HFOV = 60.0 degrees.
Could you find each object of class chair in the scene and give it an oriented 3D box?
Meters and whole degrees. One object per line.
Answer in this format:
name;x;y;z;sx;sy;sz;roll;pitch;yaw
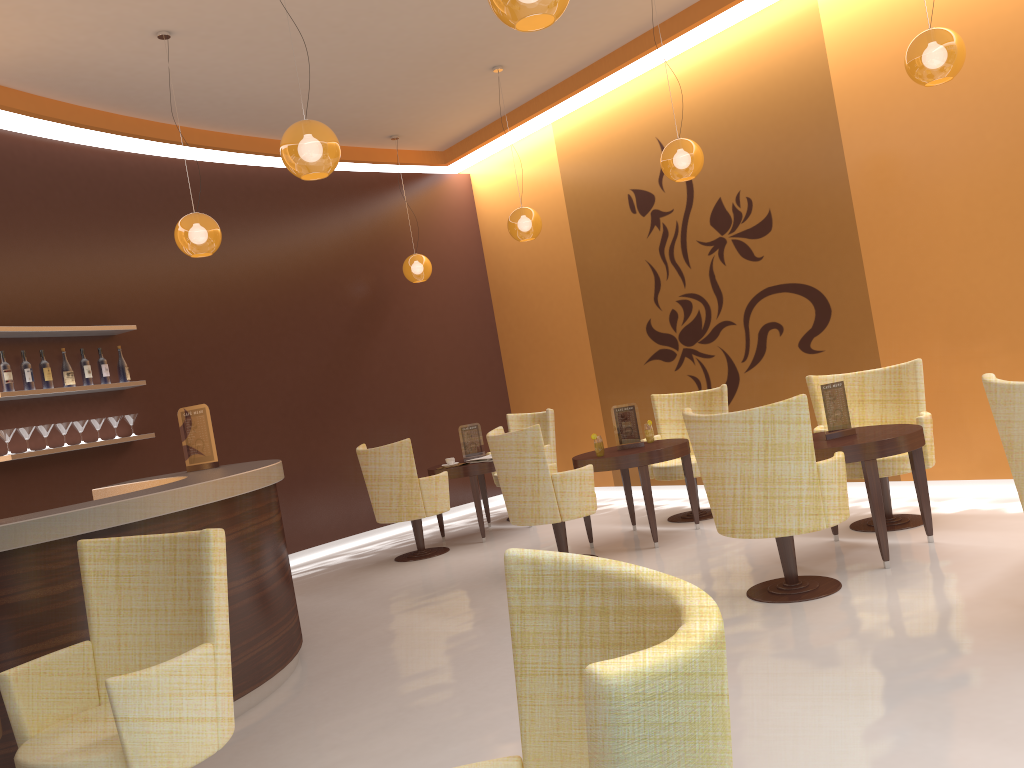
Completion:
chair;-0.888;0.966;7.549;0.685;1.017;0.729;-10;0;-40
chair;0.139;0.791;8.760;0.685;1.017;0.729;-10;0;-38
chair;2.372;0.397;5.781;0.729;1.017;0.685;-10;0;21
chair;1.448;0.561;7.211;0.729;1.017;0.685;-10;0;41
chair;1.341;0.572;4.570;0.685;1.017;0.729;-10;0;-40
chair;0.244;0.766;6.178;0.685;1.017;0.729;-10;0;-20
chair;-1.206;1.009;2.815;0.729;1.017;0.685;-10;0;31
chair;0.002;0.796;1.162;0.685;1.017;0.729;-10;0;-5
chair;2.271;0.409;3.328;0.685;1.017;0.729;-10;0;-34

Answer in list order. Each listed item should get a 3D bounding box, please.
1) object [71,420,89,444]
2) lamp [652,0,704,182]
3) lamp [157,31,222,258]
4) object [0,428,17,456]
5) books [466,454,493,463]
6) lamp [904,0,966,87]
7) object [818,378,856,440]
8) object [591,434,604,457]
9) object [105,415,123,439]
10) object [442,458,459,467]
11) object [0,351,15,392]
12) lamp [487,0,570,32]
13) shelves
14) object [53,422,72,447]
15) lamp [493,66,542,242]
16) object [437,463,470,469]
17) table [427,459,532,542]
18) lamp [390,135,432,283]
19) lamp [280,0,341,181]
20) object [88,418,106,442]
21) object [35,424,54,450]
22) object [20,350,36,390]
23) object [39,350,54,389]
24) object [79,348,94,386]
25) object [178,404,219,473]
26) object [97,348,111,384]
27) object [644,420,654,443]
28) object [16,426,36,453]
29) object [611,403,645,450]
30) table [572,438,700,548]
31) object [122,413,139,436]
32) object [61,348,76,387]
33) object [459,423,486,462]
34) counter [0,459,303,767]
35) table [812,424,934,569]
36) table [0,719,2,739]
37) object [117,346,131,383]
object;-3.210;0.364;6.602;0.137;0.174;0.137;-10;0;28
lamp;1.077;-2.160;6.164;0.299;1.500;0.299;-10;0;-12
lamp;-2.193;-1.595;5.903;0.299;1.500;0.299;-10;0;-19
object;-3.433;0.400;6.034;0.137;0.174;0.137;-10;0;18
books;-0.179;0.654;7.889;0.345;0.035;0.367;-10;0;43
lamp;2.149;-2.349;4.731;0.299;1.500;0.299;-10;0;-37
object;1.867;0.140;5.103;0.209;0.335;0.042;-10;0;-19
object;0.630;0.441;6.445;0.067;0.171;0.072;-10;0;35
object;-3.077;0.342;6.882;0.137;0.174;0.137;-10;0;-12
object;-0.550;0.695;7.879;0.153;0.069;0.153;-10;0;-11
object;-3.480;-0.080;6.094;0.073;0.297;0.073;-10;0;1
lamp;-0.048;-1.973;3.037;0.299;1.500;0.299;-10;0;-26
shelves;-3.580;0.088;4.824;0.586;0.902;4.744;-10;0;10
object;-3.264;0.373;6.466;0.137;0.174;0.137;-10;0;28
lamp;0.004;-1.971;7.597;0.299;1.500;0.299;-10;0;6
object;-0.558;0.726;7.865;0.239;0.021;0.464;-10;0;-24
table;-0.283;1.034;8.089;0.872;0.679;0.874;-10;0;-1
lamp;-1.068;-1.782;9.030;0.299;1.500;0.299;-10;0;-37
lamp;-1.121;-1.784;4.470;0.299;1.500;0.299;-10;0;31
object;-3.146;0.353;6.741;0.137;0.174;0.137;-10;0;28
object;-3.326;0.382;6.325;0.137;0.174;0.137;-10;0;28
object;-3.424;-0.090;6.255;0.073;0.297;0.073;-10;0;1
object;-3.370;-0.099;6.401;0.073;0.297;0.073;-10;0;-40
object;-3.232;-0.122;6.717;0.073;0.297;0.073;-10;0;1
object;-2.007;0.344;5.663;0.258;0.414;0.052;-10;0;22
object;-3.164;-0.133;6.860;0.073;0.297;0.073;-10;0;1
object;1.059;0.368;6.857;0.067;0.171;0.072;-10;0;10
object;-3.379;0.391;6.180;0.137;0.174;0.137;-10;0;18
object;0.276;0.421;7.387;0.187;0.335;2.090;-10;0;-41
table;0.938;0.819;6.631;0.872;0.679;0.874;-10;0;-6
object;-3.011;0.331;7.022;0.137;0.174;0.137;-10;0;28
object;-3.305;-0.115;6.576;0.086;0.303;0.086;-10;0;36
object;-0.367;0.534;8.141;0.209;0.335;0.042;-10;0;-14
counter;-1.949;1.100;4.553;1.586;1.100;2.917;-10;0;8
table;1.947;0.641;5.110;0.872;0.679;0.874;-10;0;-1
table;-1.738;1.271;2.234;0.872;0.679;0.874;-10;0;9
object;-3.086;-0.152;7.017;0.086;0.303;0.086;-10;0;-23
